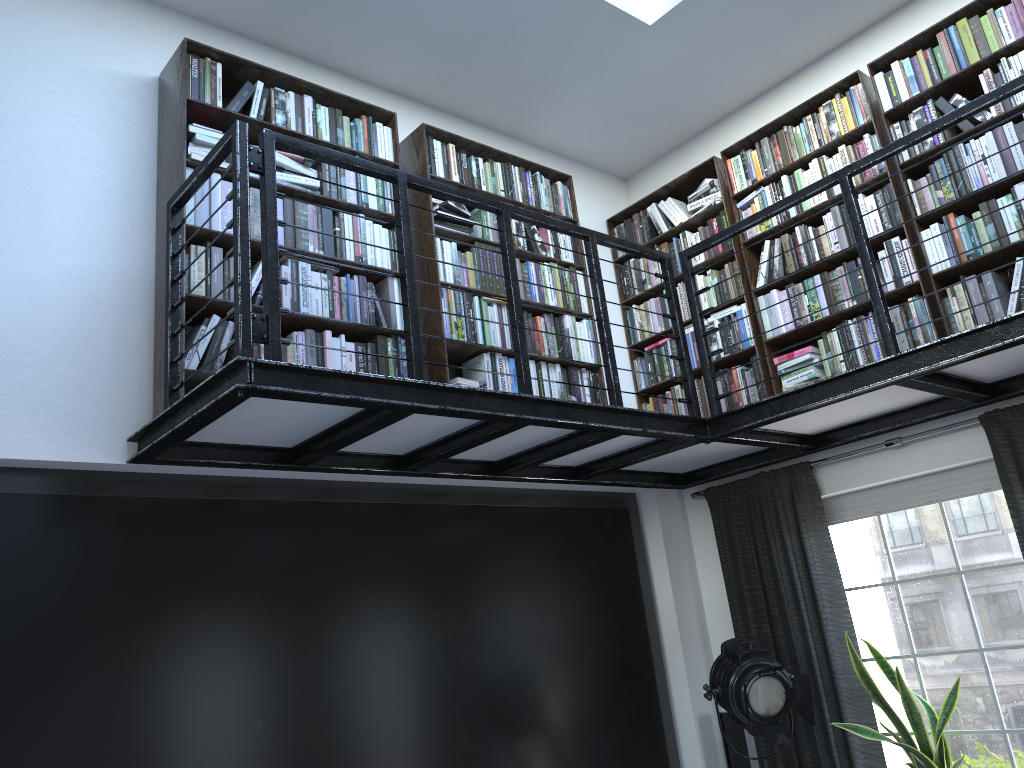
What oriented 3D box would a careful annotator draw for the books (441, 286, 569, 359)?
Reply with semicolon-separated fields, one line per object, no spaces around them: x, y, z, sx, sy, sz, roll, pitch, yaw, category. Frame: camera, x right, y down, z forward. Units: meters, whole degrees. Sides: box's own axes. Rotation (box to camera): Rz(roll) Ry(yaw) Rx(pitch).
1.279;-1.132;3.090;1.166;1.421;4.345;9;-24;-40;books

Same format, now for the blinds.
2.015;1.347;3.773;0.125;2.414;2.486;10;-25;-40;blinds

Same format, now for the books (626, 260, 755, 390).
2.198;-0.996;3.902;0.226;1.429;4.397;10;-24;-40;books

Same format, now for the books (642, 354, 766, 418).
1.818;-1.047;3.604;1.282;1.446;4.395;8;-23;-39;books

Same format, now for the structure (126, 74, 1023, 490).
0.786;0.427;1.964;4.601;3.394;4.449;9;-24;-40;structure

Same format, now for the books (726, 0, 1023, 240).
2.169;-1.265;4.005;0.213;0.837;2.614;10;-24;-40;books

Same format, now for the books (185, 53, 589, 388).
-0.503;-0.573;4.198;2.200;1.440;0.312;8;-24;-39;books

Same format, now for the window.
2.018;1.241;4.122;0.132;1.624;1.157;10;-25;-40;window

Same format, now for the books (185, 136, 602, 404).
0.859;-1.184;2.757;2.198;1.425;4.339;9;-24;-41;books

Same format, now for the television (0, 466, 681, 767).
-0.399;1.598;3.649;3.342;2.456;0.115;9;-24;-40;television

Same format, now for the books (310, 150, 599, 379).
1.098;-1.023;2.914;1.593;1.153;4.298;9;-24;-41;books

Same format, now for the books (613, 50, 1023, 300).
2.196;-0.985;3.896;0.241;1.413;4.402;10;-24;-40;books

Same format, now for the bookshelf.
1.173;-1.073;2.999;3.079;1.635;4.436;9;-23;-40;bookshelf

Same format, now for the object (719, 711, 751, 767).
1.183;2.284;4.408;0.157;1.235;0.155;2;-21;-25;object

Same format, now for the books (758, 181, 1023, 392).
2.465;-0.962;3.601;0.239;1.135;3.362;10;-24;-40;books

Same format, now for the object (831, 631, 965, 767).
1.695;1.601;4.032;0.525;0.951;0.547;4;-22;-30;object

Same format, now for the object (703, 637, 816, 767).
2.073;1.626;3.269;2.890;1.597;0.748;-18;-21;30;object
